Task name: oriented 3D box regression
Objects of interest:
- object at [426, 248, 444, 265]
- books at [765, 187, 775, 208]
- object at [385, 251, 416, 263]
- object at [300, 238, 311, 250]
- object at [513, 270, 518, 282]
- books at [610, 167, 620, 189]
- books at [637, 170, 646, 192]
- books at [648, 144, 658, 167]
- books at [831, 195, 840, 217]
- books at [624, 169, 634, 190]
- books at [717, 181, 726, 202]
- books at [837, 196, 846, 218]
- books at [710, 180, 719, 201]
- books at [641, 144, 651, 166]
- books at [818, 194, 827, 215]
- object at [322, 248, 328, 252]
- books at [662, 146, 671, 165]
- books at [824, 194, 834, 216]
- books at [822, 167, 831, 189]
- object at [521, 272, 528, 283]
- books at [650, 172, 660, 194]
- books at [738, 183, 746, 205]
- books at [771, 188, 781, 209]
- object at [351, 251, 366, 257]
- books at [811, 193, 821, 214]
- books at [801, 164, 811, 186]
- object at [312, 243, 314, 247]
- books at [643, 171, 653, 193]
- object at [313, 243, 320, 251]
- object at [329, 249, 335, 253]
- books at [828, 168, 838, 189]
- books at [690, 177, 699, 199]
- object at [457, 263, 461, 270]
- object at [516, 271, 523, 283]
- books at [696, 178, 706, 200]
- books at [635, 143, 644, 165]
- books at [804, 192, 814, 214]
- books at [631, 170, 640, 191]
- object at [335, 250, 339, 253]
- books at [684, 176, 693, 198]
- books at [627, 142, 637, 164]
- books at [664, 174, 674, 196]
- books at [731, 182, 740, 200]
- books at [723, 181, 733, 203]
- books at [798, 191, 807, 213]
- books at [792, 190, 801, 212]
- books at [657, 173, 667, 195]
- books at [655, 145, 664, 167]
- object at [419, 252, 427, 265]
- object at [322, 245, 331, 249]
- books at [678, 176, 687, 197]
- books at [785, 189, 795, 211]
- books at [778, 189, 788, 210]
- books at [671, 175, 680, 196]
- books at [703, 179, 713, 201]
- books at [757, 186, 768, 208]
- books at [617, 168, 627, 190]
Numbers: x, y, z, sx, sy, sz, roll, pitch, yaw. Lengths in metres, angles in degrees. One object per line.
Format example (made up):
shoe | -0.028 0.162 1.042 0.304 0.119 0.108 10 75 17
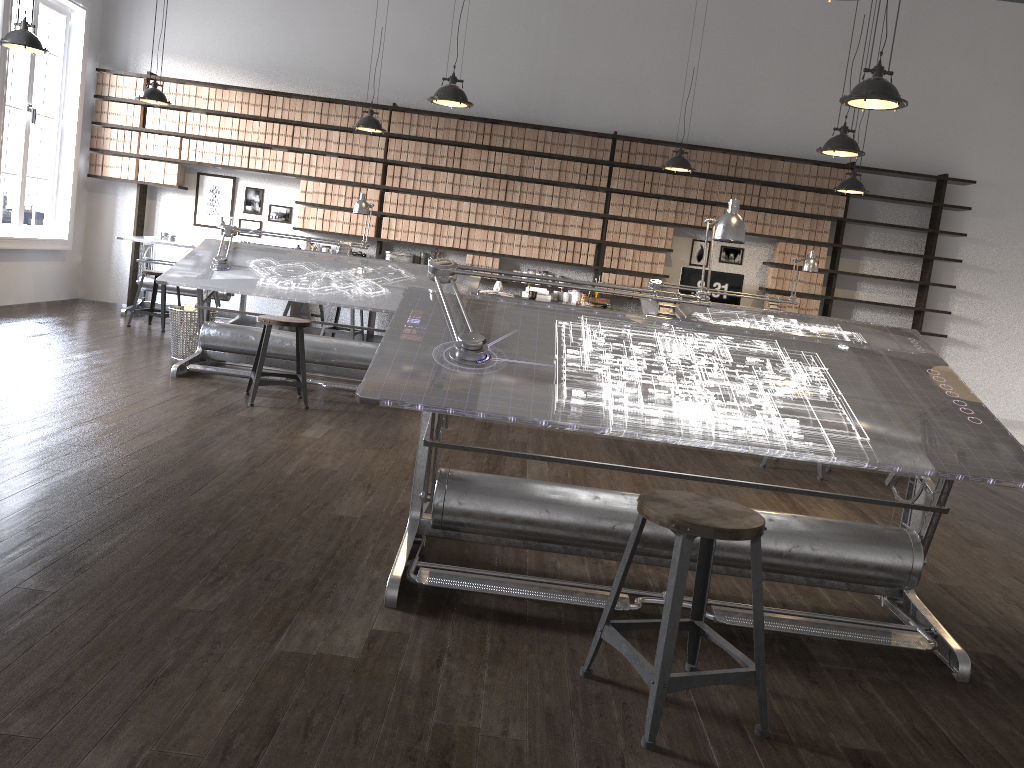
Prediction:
object | -0.813 -1.335 9.430 0.181 0.270 0.157 6 6 -16
books | 2.679 -1.944 9.279 0.067 0.224 0.175 7 7 0
object | -1.193 -1.323 9.428 0.317 0.151 0.194 7 7 0
object | -2.186 -1.454 9.367 0.106 0.176 0.108 8 6 2
object | 0.037 -1.146 9.429 0.062 0.119 0.062 13 8 41
books | 1.073 -2.152 9.288 0.067 0.224 0.175 7 7 0
books | 1.344 -2.117 9.290 0.067 0.224 0.175 7 7 0
books | 1.466 -2.378 9.263 0.067 0.224 0.175 7 7 0
books | 3.361 -1.856 9.278 0.067 0.224 0.175 7 7 0
books | 1.217 -2.133 9.284 0.067 0.224 0.175 7 7 0
books | 2.179 -2.009 9.283 0.067 0.224 0.175 7 7 0
books | 3.423 -1.847 9.276 0.067 0.224 0.175 7 7 0
books | 2.110 -2.018 9.287 0.067 0.224 0.175 7 7 0
books | 1.396 -2.387 9.263 0.067 0.224 0.175 7 7 0
books | 3.226 -1.873 9.281 0.067 0.224 0.175 7 7 0
object | -1.980 -1.387 9.372 0.062 0.094 0.062 6 7 -14
books | 1.599 -2.361 9.261 0.067 0.224 0.175 7 7 0
books | 3.295 -1.863 9.274 0.067 0.224 0.175 7 7 0
books | 3.253 -2.146 9.252 0.067 0.224 0.175 7 7 0
object | 0.136 -1.120 9.337 0.062 0.119 0.062 2 8 -40
books | 1.492 -2.098 9.289 0.067 0.224 0.175 7 7 0
books | 2.385 -1.982 9.282 0.067 0.224 0.175 7 7 0
books | 2.749 -1.935 9.283 0.067 0.224 0.175 7 7 0
object | -1.631 -1.353 9.394 0.171 0.108 0.091 7 7 0
books | 3.156 -1.882 9.280 0.067 0.224 0.175 7 7 0
books | 3.047 -2.173 9.252 0.067 0.224 0.175 7 7 0
object | -2.135 -1.449 9.503 0.071 0.128 0.071 2 8 -43
books | 1.418 -2.107 9.284 0.067 0.224 0.175 7 7 0
object | -2.085 -1.434 9.442 0.070 0.130 0.070 12 8 38
object | -1.912 -1.380 9.386 0.062 0.093 0.063 6 7 -14
books | 3.327 -2.137 9.253 0.067 0.224 0.175 7 7 0
books | 1.899 -2.045 9.284 0.067 0.224 0.175 7 7 0
object | -0.591 -1.224 9.397 0.095 0.127 0.094 8 6 7
object | 0.082 -1.133 9.381 0.063 0.117 0.063 13 8 41
books | 1.971 -2.035 9.282 0.067 0.224 0.175 7 7 0
books | 1.325 -2.396 9.260 0.067 0.224 0.175 7 7 0
books | 3.086 -1.891 9.276 0.067 0.224 0.175 7 7 0
books | 1.279 -2.125 9.288 0.067 0.224 0.175 7 7 0
object | -1.848 -1.375 9.408 0.062 0.094 0.062 6 7 -14
books | 1.836 -2.053 9.286 0.067 0.224 0.175 7 7 0
books | 1.255 -2.406 9.265 0.067 0.224 0.175 7 7 0
books | 1.633 -2.080 9.288 0.067 0.224 0.175 7 7 0
books | 2.322 -1.989 9.278 0.067 0.224 0.175 7 7 0
books | 2.251 -1.999 9.279 0.067 0.224 0.175 7 7 0
books | 3.015 -1.900 9.278 0.067 0.224 0.175 7 7 0
books | 2.952 -1.909 9.280 0.067 0.224 0.175 7 7 0
books | 1.563 -2.088 9.284 0.067 0.224 0.175 7 7 0
books | 1.533 -2.369 9.257 0.067 0.224 0.175 7 7 0
object | -0.958 -1.317 9.512 0.078 0.187 0.079 5 6 -21
object | -1.990 -1.417 9.482 0.095 0.127 0.094 11 7 30
books | 1.770 -2.061 9.282 0.067 0.224 0.175 7 7 0
books | 2.886 -1.916 9.276 0.067 0.224 0.175 7 7 0
books | 2.819 -1.926 9.282 0.067 0.224 0.175 7 7 0
books | 1.703 -2.071 9.288 0.067 0.224 0.175 7 7 0
books | 2.040 -2.027 9.285 0.067 0.224 0.175 7 7 0
books | 2.608 -1.953 9.284 0.067 0.224 0.175 7 7 0
books | 1.145 -2.142 9.284 0.067 0.224 0.175 7 7 0
